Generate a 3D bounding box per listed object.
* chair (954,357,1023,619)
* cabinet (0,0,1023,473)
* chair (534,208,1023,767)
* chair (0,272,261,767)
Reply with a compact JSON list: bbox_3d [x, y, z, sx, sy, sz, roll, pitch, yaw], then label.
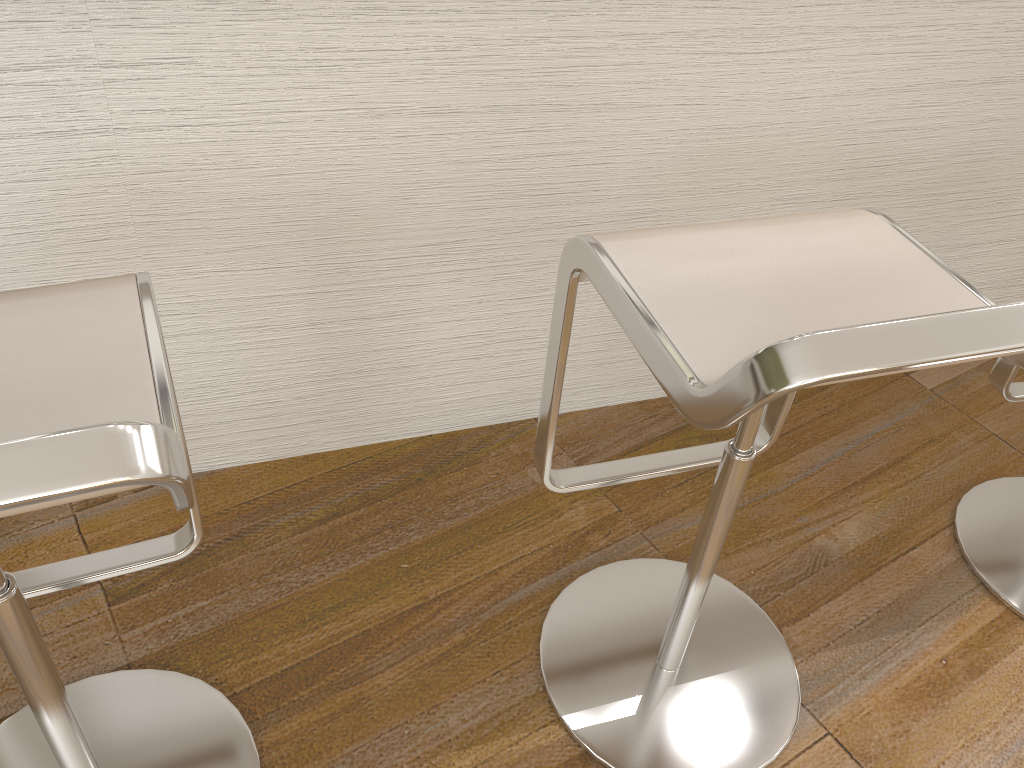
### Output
[{"bbox_3d":[1.095,0.020,1.391,0.418,0.857,0.460,-5,41,-13],"label":"chair"},{"bbox_3d":[0.393,-0.489,1.697,2.947,1.134,0.663,-8,42,-17],"label":"cabinet"},{"bbox_3d":[0.293,0.141,1.148,0.418,0.857,0.460,-8,42,-16],"label":"chair"},{"bbox_3d":[-0.510,0.261,0.904,0.418,0.857,0.460,-12,43,-20],"label":"chair"}]
